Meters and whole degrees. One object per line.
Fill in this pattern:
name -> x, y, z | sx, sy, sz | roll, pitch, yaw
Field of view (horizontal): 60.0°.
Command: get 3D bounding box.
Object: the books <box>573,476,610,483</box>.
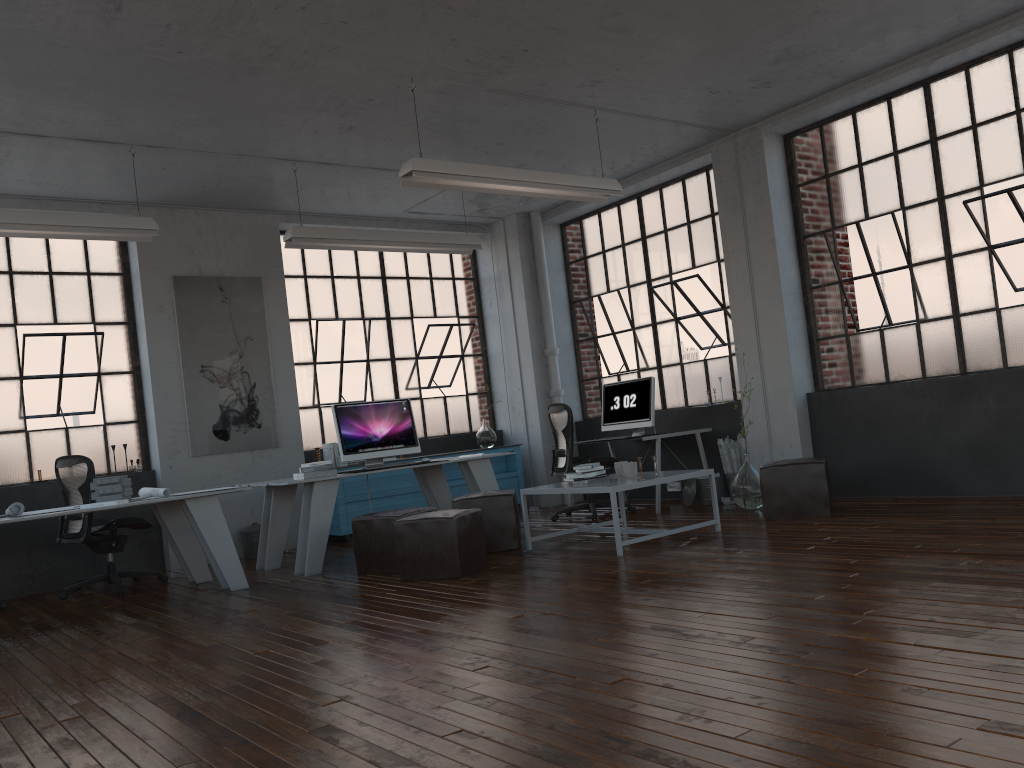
books -> 0.571, 0.694, 6.420 | 0.217, 0.028, 0.172 | -4, -4, -37

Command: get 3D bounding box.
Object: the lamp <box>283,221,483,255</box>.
lamp -> -1.067, -1.270, 7.681 | 1.875, 0.205, 0.202 | -4, -3, -37

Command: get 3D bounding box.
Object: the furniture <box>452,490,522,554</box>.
furniture -> -0.190, 1.052, 6.756 | 0.503, 0.460, 0.504 | -7, -2, 1

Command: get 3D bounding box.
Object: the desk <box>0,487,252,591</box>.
desk -> -2.911, 1.185, 5.998 | 2.054, 0.697, 1.067 | -4, -3, -37

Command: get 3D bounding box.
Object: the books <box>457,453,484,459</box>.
books -> -0.350, 0.613, 7.544 | 0.205, 0.019, 0.243 | -7, -3, 3

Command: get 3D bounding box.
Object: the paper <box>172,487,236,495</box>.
paper -> -2.204, 0.764, 6.350 | 0.428, 0.001, 0.485 | -5, -3, -27

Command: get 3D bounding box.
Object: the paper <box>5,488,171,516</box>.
paper -> -2.982, 0.816, 6.221 | 1.073, 0.105, 0.977 | -4, -4, -37

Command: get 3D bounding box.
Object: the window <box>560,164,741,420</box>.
window -> 1.449, -0.843, 9.188 | 0.669, 2.389, 2.596 | -5, -3, -37

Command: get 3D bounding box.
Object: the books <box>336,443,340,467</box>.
books -> -1.754, 0.714, 8.828 | 0.045, 0.239, 0.152 | -6, -2, -37

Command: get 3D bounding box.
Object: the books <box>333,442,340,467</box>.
books -> -1.778, 0.705, 8.808 | 0.053, 0.240, 0.173 | -6, -2, -37

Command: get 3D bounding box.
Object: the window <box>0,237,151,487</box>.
window -> -4.427, -0.257, 7.334 | 2.587, 2.389, 0.671 | -5, -2, -37

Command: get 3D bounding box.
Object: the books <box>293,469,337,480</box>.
books -> -1.504, 0.690, 6.766 | 0.271, 0.050, 0.201 | -4, -4, -37

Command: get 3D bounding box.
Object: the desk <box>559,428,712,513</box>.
desk -> 1.198, 0.854, 8.613 | 0.932, 0.688, 1.229 | -5, -3, -37

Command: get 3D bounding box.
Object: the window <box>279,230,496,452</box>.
window -> -1.328, -0.493, 9.695 | 2.587, 2.389, 0.671 | -5, -2, -37

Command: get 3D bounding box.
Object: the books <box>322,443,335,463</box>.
books -> -1.817, 0.709, 8.791 | 0.032, 0.239, 0.173 | -6, -2, -37

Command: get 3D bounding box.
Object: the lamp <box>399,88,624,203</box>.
lamp -> 0.024, -1.676, 6.292 | 1.875, 0.628, 0.202 | -4, -3, -37

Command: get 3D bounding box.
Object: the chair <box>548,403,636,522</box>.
chair -> 0.673, 0.699, 8.308 | 0.791, 1.085, 0.772 | -5, -2, -33

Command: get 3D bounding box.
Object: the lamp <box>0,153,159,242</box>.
lamp -> -3.385, -1.317, 5.940 | 1.875, 0.628, 0.202 | -4, -3, -37

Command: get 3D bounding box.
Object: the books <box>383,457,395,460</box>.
books -> -1.322, 0.758, 8.867 | 0.248, 0.014, 0.187 | -4, -4, -39

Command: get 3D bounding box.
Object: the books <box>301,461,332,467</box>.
books -> -1.496, 0.611, 6.771 | 0.184, 0.030, 0.153 | -4, -4, -37

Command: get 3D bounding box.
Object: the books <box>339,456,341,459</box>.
books -> -1.552, 0.705, 8.703 | 0.239, 0.028, 0.191 | -5, -4, -35

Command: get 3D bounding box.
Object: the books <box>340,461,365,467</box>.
books -> -1.537, 0.780, 8.707 | 0.258, 0.032, 0.191 | -5, -4, -35

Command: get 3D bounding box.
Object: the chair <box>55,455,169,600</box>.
chair -> -3.243, 1.087, 7.025 | 0.771, 1.085, 0.792 | -7, -2, 22

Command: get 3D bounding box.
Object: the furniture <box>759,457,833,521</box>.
furniture -> 2.142, 0.795, 6.679 | 0.503, 0.460, 0.503 | -7, -2, 20

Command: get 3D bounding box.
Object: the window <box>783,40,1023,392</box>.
window -> 3.290, -1.187, 6.736 | 0.669, 2.389, 2.596 | -5, -3, -37

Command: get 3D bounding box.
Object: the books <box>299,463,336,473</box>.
books -> -1.484, 0.640, 6.757 | 0.257, 0.044, 0.193 | -6, -3, -17

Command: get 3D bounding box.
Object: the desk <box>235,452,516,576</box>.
desk -> -1.070, 1.048, 7.401 | 2.074, 0.704, 1.077 | -4, -3, -37

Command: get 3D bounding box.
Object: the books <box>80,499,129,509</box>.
books -> -2.700, 0.796, 5.883 | 0.235, 0.024, 0.200 | -7, -3, -1

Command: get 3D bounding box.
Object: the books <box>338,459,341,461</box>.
books -> -1.544, 0.730, 8.710 | 0.258, 0.023, 0.212 | -4, -4, -37

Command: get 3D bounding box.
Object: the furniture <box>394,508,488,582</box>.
furniture -> -0.459, 1.046, 5.779 | 0.471, 0.430, 0.470 | -8, -2, 21

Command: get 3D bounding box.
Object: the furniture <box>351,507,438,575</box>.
furniture -> -0.808, 1.109, 6.282 | 0.481, 0.439, 0.479 | -8, -3, 31

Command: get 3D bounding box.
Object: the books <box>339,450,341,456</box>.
books -> -1.733, 0.728, 8.847 | 0.045, 0.224, 0.161 | -6, -2, -37

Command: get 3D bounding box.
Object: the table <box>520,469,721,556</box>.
table -> 0.767, 0.902, 6.345 | 0.990, 0.444, 0.974 | -5, -3, -37

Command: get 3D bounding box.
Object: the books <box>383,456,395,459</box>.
books -> -1.326, 0.746, 8.875 | 0.251, 0.012, 0.203 | -4, -4, -36

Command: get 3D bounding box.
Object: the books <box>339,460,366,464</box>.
books -> -1.542, 0.752, 8.698 | 0.241, 0.023, 0.191 | -4, -4, -39

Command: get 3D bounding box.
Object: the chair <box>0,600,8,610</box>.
chair -> -4.070, 1.145, 6.312 | 0.769, 1.085, 0.794 | -5, -3, -43

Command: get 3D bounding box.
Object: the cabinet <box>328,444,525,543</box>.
cabinet -> -0.928, 1.121, 9.239 | 2.260, 0.732, 0.628 | -4, -3, -37
